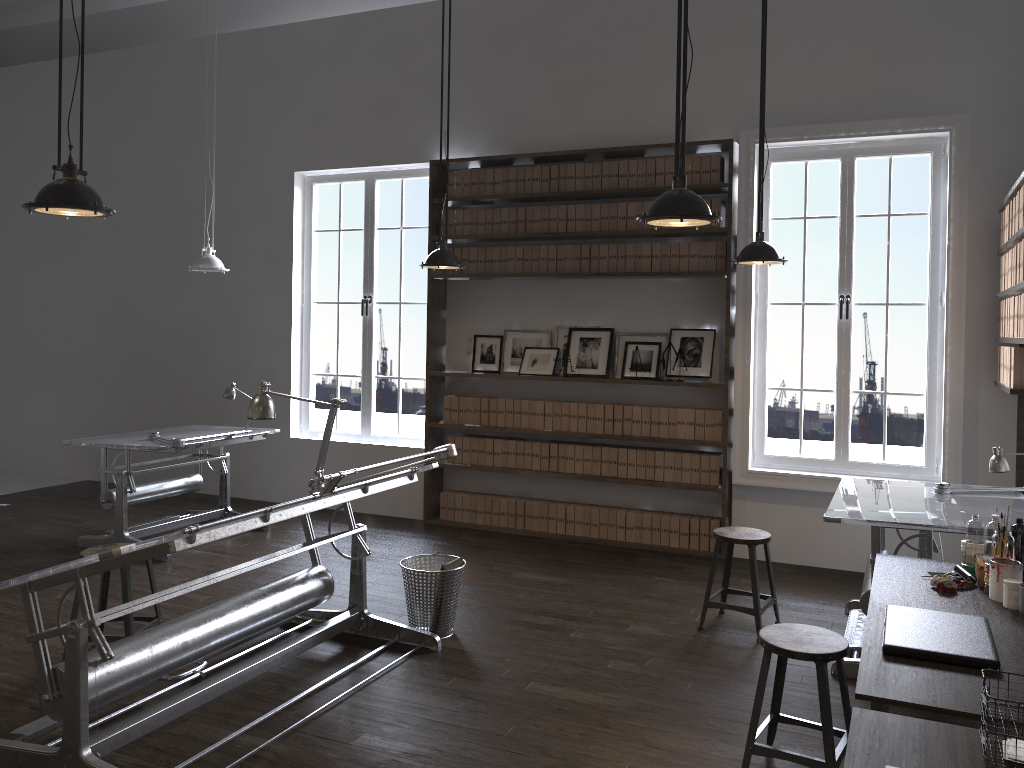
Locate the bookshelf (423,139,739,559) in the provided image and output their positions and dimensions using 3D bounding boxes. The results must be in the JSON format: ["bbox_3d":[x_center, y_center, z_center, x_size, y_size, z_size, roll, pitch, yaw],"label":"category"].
[{"bbox_3d":[0.498,0.055,7.005,2.474,3.721,0.412,2,1,24],"label":"bookshelf"}]

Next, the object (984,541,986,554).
[{"bbox_3d":[1.974,0.708,3.649,0.069,0.103,0.070,2,2,20],"label":"object"}]

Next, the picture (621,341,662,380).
[{"bbox_3d":[0.991,-0.178,6.772,0.290,0.290,0.127,2,1,24],"label":"picture"}]

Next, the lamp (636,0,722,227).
[{"bbox_3d":[0.635,-1.719,3.256,0.313,2.251,0.311,1,1,4],"label":"lamp"}]

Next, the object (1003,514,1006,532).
[{"bbox_3d":[1.884,0.589,3.394,0.006,0.193,0.055,1,1,23],"label":"object"}]

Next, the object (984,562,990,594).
[{"bbox_3d":[1.790,0.725,3.303,0.049,0.112,0.049,1,1,21],"label":"object"}]

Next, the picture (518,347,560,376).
[{"bbox_3d":[0.215,-0.178,7.081,0.300,0.229,0.144,2,2,24],"label":"picture"}]

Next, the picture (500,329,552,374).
[{"bbox_3d":[0.113,-0.258,7.210,0.416,0.365,0.083,2,1,24],"label":"picture"}]

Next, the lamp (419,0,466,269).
[{"bbox_3d":[-0.443,-1.899,5.879,0.313,2.251,0.311,1,1,4],"label":"lamp"}]

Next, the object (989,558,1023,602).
[{"bbox_3d":[1.799,0.716,3.226,0.104,0.141,0.105,1,2,17],"label":"object"}]

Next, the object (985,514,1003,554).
[{"bbox_3d":[1.949,0.646,3.574,0.068,0.237,0.069,1,1,21],"label":"object"}]

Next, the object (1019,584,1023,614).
[{"bbox_3d":[1.783,0.746,3.053,0.063,0.093,0.062,1,2,-17],"label":"object"}]

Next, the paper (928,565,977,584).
[{"bbox_3d":[1.734,0.748,3.492,0.137,0.038,0.155,2,3,9],"label":"paper"}]

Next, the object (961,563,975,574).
[{"bbox_3d":[1.837,0.744,3.568,0.049,0.037,0.049,2,3,21],"label":"object"}]

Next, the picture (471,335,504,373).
[{"bbox_3d":[-0.204,-0.249,7.372,0.267,0.315,0.058,2,1,24],"label":"picture"}]

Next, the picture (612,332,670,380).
[{"bbox_3d":[0.997,-0.214,6.814,0.434,0.361,0.095,2,1,24],"label":"picture"}]

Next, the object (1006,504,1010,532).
[{"bbox_3d":[1.896,0.575,3.398,0.021,0.228,0.007,1,1,36],"label":"object"}]

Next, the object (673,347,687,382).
[{"bbox_3d":[1.245,-0.145,6.554,0.110,0.262,0.040,1,1,24],"label":"object"}]

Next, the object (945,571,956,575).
[{"bbox_3d":[1.697,0.755,3.485,0.171,0.017,0.011,-1,2,-34],"label":"object"}]

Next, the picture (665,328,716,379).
[{"bbox_3d":[1.337,-0.232,6.630,0.343,0.364,0.161,2,1,24],"label":"picture"}]

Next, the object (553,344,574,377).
[{"bbox_3d":[0.404,-0.180,6.878,0.174,0.260,0.040,2,1,24],"label":"object"}]

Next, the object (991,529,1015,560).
[{"bbox_3d":[1.979,0.626,3.307,0.077,0.146,0.345,0,3,-43],"label":"object"}]

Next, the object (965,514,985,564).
[{"bbox_3d":[1.884,0.647,3.603,0.068,0.229,0.069,1,1,21],"label":"object"}]

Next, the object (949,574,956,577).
[{"bbox_3d":[1.706,0.762,3.494,0.157,0.005,0.005,-1,3,-32],"label":"object"}]

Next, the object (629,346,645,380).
[{"bbox_3d":[0.936,-0.156,6.653,0.124,0.260,0.040,2,1,24],"label":"object"}]

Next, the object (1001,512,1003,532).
[{"bbox_3d":[1.888,0.594,3.413,0.008,0.186,0.071,1,1,25],"label":"object"}]

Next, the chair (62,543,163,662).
[{"bbox_3d":[-1.903,1.063,4.255,0.371,0.527,0.359,1,1,3],"label":"chair"}]

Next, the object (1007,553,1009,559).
[{"bbox_3d":[1.858,0.703,3.319,0.005,0.130,0.040,1,1,26],"label":"object"}]

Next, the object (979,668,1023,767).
[{"bbox_3d":[1.214,0.771,1.986,0.284,0.161,0.204,2,3,24],"label":"object"}]

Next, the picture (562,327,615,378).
[{"bbox_3d":[0.599,-0.246,6.938,0.373,0.391,0.149,2,1,24],"label":"picture"}]

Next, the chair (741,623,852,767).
[{"bbox_3d":[1.048,1.180,3.204,0.358,0.527,0.372,2,2,32],"label":"chair"}]

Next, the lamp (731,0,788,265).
[{"bbox_3d":[1.429,-1.814,5.034,0.313,2.251,0.311,1,1,4],"label":"lamp"}]

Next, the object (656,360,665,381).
[{"bbox_3d":[1.100,-0.099,6.550,0.066,0.165,0.040,1,1,24],"label":"object"}]

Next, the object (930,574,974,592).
[{"bbox_3d":[1.660,0.749,3.381,0.197,0.050,0.132,-1,4,-37],"label":"object"}]

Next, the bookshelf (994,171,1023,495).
[{"bbox_3d":[1.334,0.674,1.346,0.373,3.203,9.186,1,3,24],"label":"bookshelf"}]

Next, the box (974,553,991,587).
[{"bbox_3d":[1.881,0.728,3.444,0.137,0.083,0.212,2,3,24],"label":"box"}]

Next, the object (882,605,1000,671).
[{"bbox_3d":[1.336,0.788,2.779,0.312,0.033,0.446,3,4,24],"label":"object"}]

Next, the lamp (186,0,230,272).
[{"bbox_3d":[-2.283,-1.982,6.701,0.313,2.251,0.311,1,1,4],"label":"lamp"}]

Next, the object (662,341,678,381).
[{"bbox_3d":[1.171,-0.168,6.557,0.118,0.304,0.040,1,1,24],"label":"object"}]

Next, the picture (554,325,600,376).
[{"bbox_3d":[0.507,-0.261,7.037,0.369,0.406,0.091,2,1,24],"label":"picture"}]

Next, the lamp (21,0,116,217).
[{"bbox_3d":[-1.616,-1.760,3.266,0.313,2.251,0.310,2,1,44],"label":"lamp"}]

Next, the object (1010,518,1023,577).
[{"bbox_3d":[2.026,0.653,3.539,0.068,0.229,0.069,1,1,21],"label":"object"}]

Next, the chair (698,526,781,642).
[{"bbox_3d":[1.260,1.082,4.874,0.358,0.527,0.372,2,2,32],"label":"chair"}]

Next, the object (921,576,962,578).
[{"bbox_3d":[1.689,0.758,3.483,0.156,0.006,0.006,1,2,4],"label":"object"}]

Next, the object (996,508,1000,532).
[{"bbox_3d":[1.872,0.582,3.404,0.055,0.214,0.007,1,1,-31],"label":"object"}]

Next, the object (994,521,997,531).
[{"bbox_3d":[1.876,0.607,3.412,0.037,0.153,0.005,1,1,20],"label":"object"}]

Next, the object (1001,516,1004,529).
[{"bbox_3d":[1.884,0.597,3.420,0.005,0.180,0.022,1,1,-43],"label":"object"}]

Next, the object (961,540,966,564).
[{"bbox_3d":[1.899,0.705,3.672,0.068,0.104,0.068,2,2,29],"label":"object"}]

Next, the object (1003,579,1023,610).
[{"bbox_3d":[1.766,0.741,3.121,0.062,0.094,0.062,0,2,-26],"label":"object"}]

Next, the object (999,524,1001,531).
[{"bbox_3d":[1.886,0.612,3.395,0.044,0.152,0.005,1,1,-6],"label":"object"}]
